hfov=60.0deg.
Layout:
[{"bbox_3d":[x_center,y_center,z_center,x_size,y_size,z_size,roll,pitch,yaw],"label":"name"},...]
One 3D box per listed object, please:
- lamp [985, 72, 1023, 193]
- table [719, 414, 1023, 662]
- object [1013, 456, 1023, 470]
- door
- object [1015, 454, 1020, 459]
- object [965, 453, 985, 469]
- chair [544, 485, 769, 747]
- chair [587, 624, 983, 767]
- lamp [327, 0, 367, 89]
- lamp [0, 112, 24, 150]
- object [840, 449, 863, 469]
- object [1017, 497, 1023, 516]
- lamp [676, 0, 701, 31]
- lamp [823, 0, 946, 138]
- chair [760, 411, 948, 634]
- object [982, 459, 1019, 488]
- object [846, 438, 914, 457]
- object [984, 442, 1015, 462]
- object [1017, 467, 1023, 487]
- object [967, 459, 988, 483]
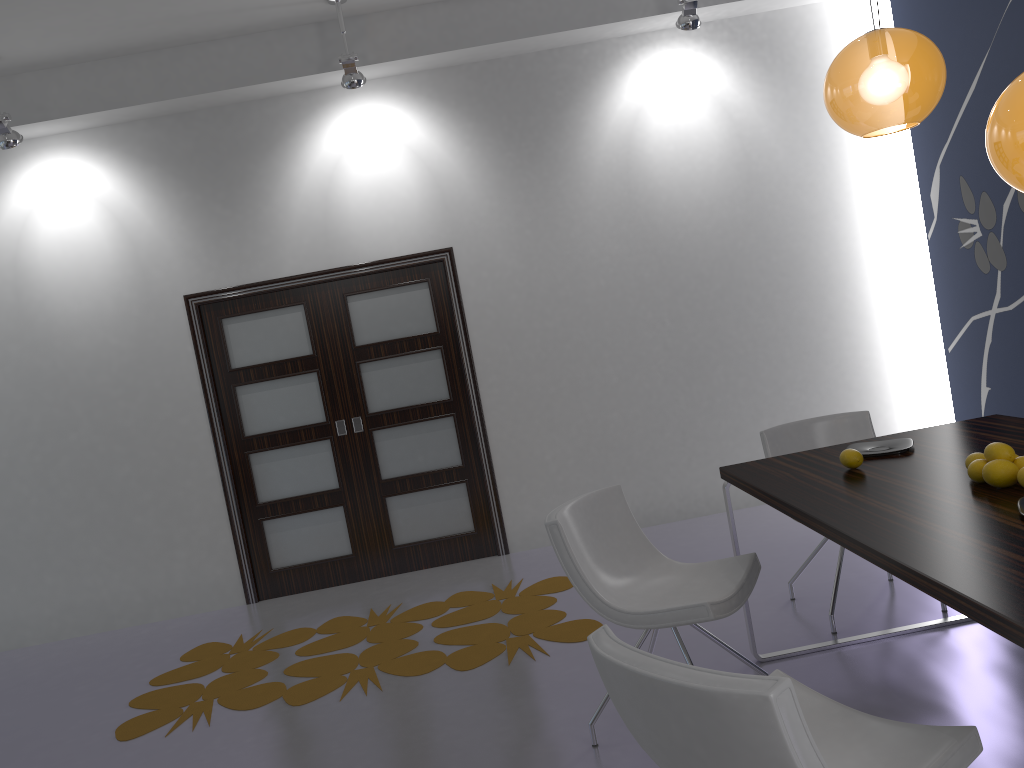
[{"bbox_3d":[1.116,-1.405,1.948,0.358,1.974,0.359,-10,3,3],"label":"lamp"},{"bbox_3d":[1.476,0.658,2.484,1.127,0.783,2.046,-11,3,-2],"label":"table"},{"bbox_3d":[1.424,0.235,2.447,0.069,0.071,0.081,-12,4,-25],"label":"object"},{"bbox_3d":[-1.073,0.274,5.909,1.764,2.061,0.220,-11,3,-2],"label":"door"},{"bbox_3d":[1.420,0.232,2.530,0.083,0.068,0.070,-13,4,-33],"label":"object"},{"bbox_3d":[1.375,0.236,2.606,0.070,0.068,0.083,-10,3,2],"label":"object"},{"bbox_3d":[0.512,0.787,3.104,0.620,0.805,0.508,-8,4,33],"label":"chair"},{"bbox_3d":[0.559,0.855,1.807,0.620,0.805,0.508,-13,4,-32],"label":"chair"},{"bbox_3d":[-0.957,-1.956,5.122,0.150,0.511,0.185,-11,3,-2],"label":"lamp"},{"bbox_3d":[-2.922,-1.590,5.054,0.150,0.511,0.185,-11,3,-2],"label":"lamp"},{"bbox_3d":[1.150,0.254,3.005,0.070,0.068,0.083,-10,3,2],"label":"object"},{"bbox_3d":[1.349,0.296,2.130,0.232,0.020,0.232,-9,4,26],"label":"object"},{"bbox_3d":[1.008,-2.322,5.190,0.150,0.511,0.185,-11,3,-2],"label":"lamp"},{"bbox_3d":[1.048,-1.608,2.756,0.359,1.645,0.358,-10,3,9],"label":"lamp"},{"bbox_3d":[1.463,0.567,3.868,0.508,0.805,0.620,-11,3,-2],"label":"chair"},{"bbox_3d":[1.342,0.246,2.435,0.094,0.080,0.076,-10,3,0],"label":"object"},{"bbox_3d":[1.332,0.234,3.218,0.232,0.020,0.232,-9,4,26],"label":"object"},{"bbox_3d":[1.368,0.198,2.488,0.070,0.068,0.083,-10,3,2],"label":"object"},{"bbox_3d":[1.383,0.250,2.348,0.070,0.068,0.083,-10,3,2],"label":"object"},{"bbox_3d":[1.337,0.248,2.527,0.083,0.068,0.070,-13,4,-33],"label":"object"}]
